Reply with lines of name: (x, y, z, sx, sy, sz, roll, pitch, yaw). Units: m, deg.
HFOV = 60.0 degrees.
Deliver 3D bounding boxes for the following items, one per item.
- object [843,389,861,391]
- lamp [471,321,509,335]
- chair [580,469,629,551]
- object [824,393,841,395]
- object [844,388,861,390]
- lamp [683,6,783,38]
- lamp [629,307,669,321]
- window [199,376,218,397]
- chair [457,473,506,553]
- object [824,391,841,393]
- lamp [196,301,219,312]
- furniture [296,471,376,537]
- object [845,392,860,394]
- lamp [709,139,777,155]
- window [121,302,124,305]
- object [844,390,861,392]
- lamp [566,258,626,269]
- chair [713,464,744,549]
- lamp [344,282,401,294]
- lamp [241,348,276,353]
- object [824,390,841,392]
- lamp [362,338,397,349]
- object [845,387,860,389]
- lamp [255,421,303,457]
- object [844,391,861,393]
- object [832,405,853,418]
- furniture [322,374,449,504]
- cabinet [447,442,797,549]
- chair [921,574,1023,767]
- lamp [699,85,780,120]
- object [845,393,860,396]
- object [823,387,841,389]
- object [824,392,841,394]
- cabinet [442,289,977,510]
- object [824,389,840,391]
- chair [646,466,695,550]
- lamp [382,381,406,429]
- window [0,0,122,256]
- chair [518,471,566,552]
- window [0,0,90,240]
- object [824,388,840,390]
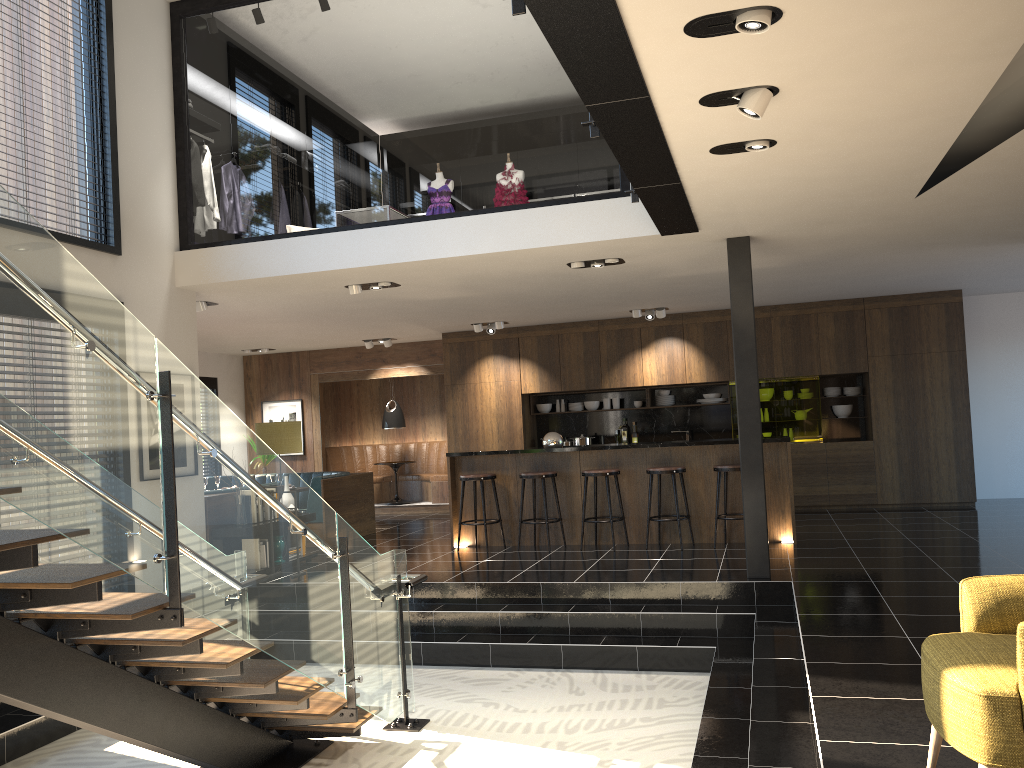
object: (4.569, 0.095, 11.908, 0.220, 0.033, 0.220, -3, -3, -1)
lamp: (-0.299, -0.825, 12.065, 0.502, 0.294, 0.349, -4, -2, 16)
chair: (0.927, 1.276, 9.044, 0.413, 0.799, 0.412, -4, -2, 25)
object: (4.327, 0.146, 11.976, 0.220, 0.033, 0.220, -4, -3, 26)
object: (4.569, 0.084, 11.909, 0.220, 0.033, 0.220, -3, -3, -1)
lamp: (0.786, -1.340, 3.172, 0.346, 0.177, 0.195, -4, -2, 16)
lamp: (1.774, -0.969, 11.477, 0.502, 0.280, 0.349, -4, -2, 16)
window: (-4.976, 1.032, 13.381, 0.312, 2.372, 1.505, -4, -2, 16)
chair: (-0.341, 1.360, 9.404, 0.413, 0.799, 0.412, -4, -2, 25)
object: (4.326, 0.123, 11.977, 0.220, 0.033, 0.220, -4, -3, 26)
lamp: (-3.258, -0.835, 9.005, 0.502, 0.248, 0.349, -4, -3, 16)
furniture: (-3.228, 1.583, 11.240, 2.610, 0.822, 1.365, -4, -3, 16)
object: (4.571, 0.130, 11.907, 0.220, 0.033, 0.220, -3, -3, -1)
lamp: (1.210, -1.302, 4.664, 0.346, 0.158, 0.195, -4, -2, 16)
window: (-3.466, 0.555, 6.583, 0.358, 2.474, 1.393, -4, -2, 16)
object: (4.570, 0.107, 11.908, 0.220, 0.033, 0.220, -3, -3, -1)
lamp: (0.743, -1.127, 7.870, 0.502, 0.194, 0.349, -4, -3, 16)
chair: (2.195, 1.192, 8.684, 0.413, 0.799, 0.412, -4, -2, 25)
lamp: (-1.329, -0.971, 8.458, 0.502, 0.231, 0.349, -4, -3, 16)
lamp: (-3.995, -0.580, 13.978, 0.502, 0.213, 0.349, -4, -3, 16)
object: (4.325, 0.111, 11.978, 0.220, 0.033, 0.220, -4, -3, 26)
lamp: (-2.003, -0.679, 13.411, 0.502, 0.280, 0.349, -4, -2, 16)
object: (4.568, 0.061, 11.909, 0.220, 0.033, 0.220, -3, -3, -1)
lamp: (-2.240, 1.082, 8.284, 0.437, 1.444, 0.637, -5, -3, 41)
object: (4.571, 0.118, 11.908, 0.220, 0.033, 0.220, -3, -3, -1)
object: (4.457, 0.371, 11.945, 0.264, 0.170, 0.264, -3, -2, -10)
furniture: (-1.782, 0.785, 14.747, 2.639, 2.334, 1.175, -4, -2, 15)
cabinet: (1.124, 1.184, 9.452, 3.564, 0.993, 0.698, -4, -2, 16)
chair: (1.823, 0.780, 2.735, 1.031, 1.097, 0.808, -4, -2, 15)
lamp: (1.000, -1.282, 3.916, 0.346, 0.247, 0.195, -4, -2, 16)
object: (4.572, 0.143, 11.907, 0.220, 0.033, 0.220, -3, -3, -1)
object: (4.323, 0.066, 11.979, 0.220, 0.033, 0.220, -4, -3, 26)
object: (4.326, 0.134, 11.977, 0.220, 0.033, 0.220, -4, -3, 26)
cabinet: (2.478, 0.396, 12.338, 6.894, 2.689, 0.869, -4, -2, 16)
object: (4.324, 0.090, 11.978, 0.220, 0.033, 0.220, -4, -3, 26)
chair: (1.561, 1.234, 8.864, 0.413, 0.799, 0.412, -4, -2, 25)
lamp: (-1.926, 0.236, 14.301, 0.389, 0.973, 0.389, -2, -2, -31)
window: (-3.616, -2.293, 6.678, 0.358, 2.474, 1.393, -4, -2, 16)
chair: (0.293, 1.318, 9.224, 0.413, 0.799, 0.412, -4, -2, 25)
window: (-3.682, -2.289, 6.705, 0.005, 2.296, 1.221, -4, -2, 16)
object: (4.323, 0.077, 11.979, 0.220, 0.033, 0.220, -4, -3, 26)
